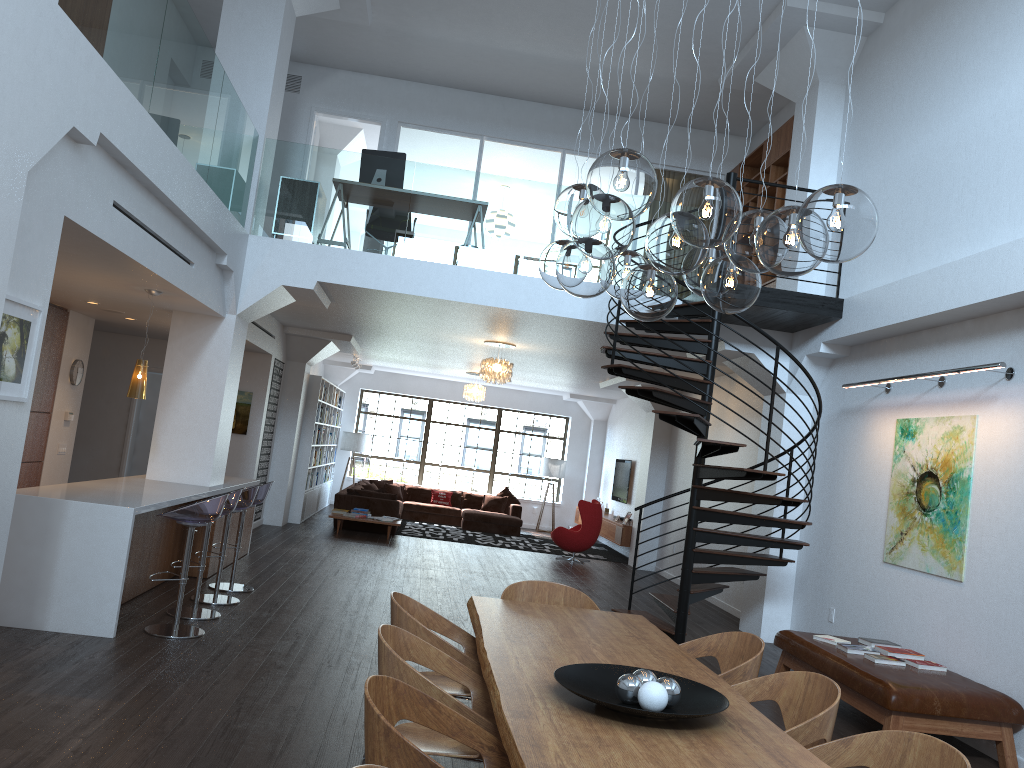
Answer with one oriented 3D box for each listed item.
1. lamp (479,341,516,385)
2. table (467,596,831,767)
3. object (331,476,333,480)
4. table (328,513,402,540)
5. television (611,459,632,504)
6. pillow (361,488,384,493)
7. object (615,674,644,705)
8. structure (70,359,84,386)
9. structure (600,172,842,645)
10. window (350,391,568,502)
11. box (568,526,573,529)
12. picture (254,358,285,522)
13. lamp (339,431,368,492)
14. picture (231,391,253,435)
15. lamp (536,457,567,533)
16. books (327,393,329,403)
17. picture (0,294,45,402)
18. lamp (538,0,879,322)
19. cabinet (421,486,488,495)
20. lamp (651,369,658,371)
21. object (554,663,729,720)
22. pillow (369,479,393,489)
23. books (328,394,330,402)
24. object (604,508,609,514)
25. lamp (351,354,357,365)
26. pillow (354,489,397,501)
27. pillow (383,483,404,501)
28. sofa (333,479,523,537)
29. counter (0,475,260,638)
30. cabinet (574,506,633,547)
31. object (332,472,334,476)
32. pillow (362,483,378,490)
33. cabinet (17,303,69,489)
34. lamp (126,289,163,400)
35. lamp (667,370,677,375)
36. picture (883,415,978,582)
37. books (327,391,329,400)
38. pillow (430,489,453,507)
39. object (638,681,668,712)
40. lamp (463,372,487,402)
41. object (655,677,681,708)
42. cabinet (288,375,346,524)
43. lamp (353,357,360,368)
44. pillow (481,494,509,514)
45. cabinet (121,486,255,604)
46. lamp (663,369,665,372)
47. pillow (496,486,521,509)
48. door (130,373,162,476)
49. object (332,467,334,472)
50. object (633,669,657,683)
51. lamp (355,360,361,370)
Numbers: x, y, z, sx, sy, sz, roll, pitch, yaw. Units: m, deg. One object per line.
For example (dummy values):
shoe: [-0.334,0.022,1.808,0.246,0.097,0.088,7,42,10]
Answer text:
lamp: [-0.196,-0.270,11.857,0.441,0.539,0.442,4,-6,37]
table: [0.380,1.463,2.971,1.012,0.750,3.803,8,-5,-5]
object: [-3.919,1.951,18.549,0.331,0.088,0.410,8,-5,-5]
table: [-2.317,2.241,13.996,1.100,0.271,0.853,8,-5,-5]
television: [2.102,1.859,17.063,0.013,0.816,1.324,8,-5,-5]
pillow: [-2.339,1.938,15.073,0.559,0.411,0.269,4,-6,41]
object: [0.399,1.032,3.000,0.100,0.100,0.100,4,-6,40]
structure: [-5.017,-0.132,10.225,0.040,0.300,0.300,8,-5,-5]
structure: [1.738,0.222,7.967,1.998,4.352,1.998,12,-6,-44]
window: [-1.153,1.404,19.792,4.648,1.905,0.114,8,-5,-5]
box: [1.359,3.209,19.363,0.228,0.165,0.368,8,-5,-5]
picture: [-3.592,0.828,13.056,0.021,2.380,0.800,8,-5,-5]
lamp: [-3.449,1.828,18.919,0.545,1.579,0.545,9,-5,-16]
picture: [-3.898,0.385,12.400,0.450,0.600,0.030,8,-5,-5]
lamp: [0.816,2.410,19.203,0.545,1.579,0.545,7,-5,6]
books: [-3.423,0.234,16.143,0.158,0.226,0.052,8,-5,-5]
picture: [-2.463,-0.169,4.375,0.018,0.500,0.500,8,-5,-5]
lamp: [0.713,-1.334,3.513,0.849,2.140,1.787,8,-5,-6]
cabinet: [-1.260,2.616,19.151,1.520,0.625,0.350,8,-5,-5]
lamp: [1.998,-0.101,12.528,0.111,0.211,0.120,5,-5,29]
object: [0.431,1.060,3.009,0.592,0.066,0.592,3,-6,42]
pillow: [-2.628,2.150,18.099,0.580,0.418,0.334,10,-5,-32]
books: [-3.434,0.272,16.325,0.128,0.178,0.022,8,-5,-5]
object: [1.899,2.545,17.765,0.089,0.110,0.089,4,-6,40]
lamp: [-2.899,-0.442,16.261,0.111,0.211,0.120,5,-5,29]
pillow: [-2.280,1.967,14.809,0.750,0.364,0.289,8,-5,-6]
pillow: [-2.432,2.188,18.019,0.489,0.337,0.238,11,-6,-36]
sofa: [-1.413,2.373,16.633,3.481,0.664,4.197,8,-5,-5]
counter: [-2.188,1.363,6.601,3.039,0.860,8.182,11,-6,-34]
cabinet: [1.826,2.710,17.043,0.459,0.350,4.501,8,-5,-5]
object: [-3.908,1.864,18.557,0.331,0.088,0.410,8,-5,-5]
pillow: [-2.590,2.041,16.480,0.325,0.391,0.625,7,-5,11]
cabinet: [-5.106,0.191,7.095,0.598,2.499,5.299,8,-5,-5]
lamp: [-2.237,-0.589,8.478,0.149,1.807,2.842,4,-6,34]
lamp: [2.099,-0.170,11.511,0.120,0.211,0.111,10,-5,-31]
picture: [3.232,0.852,6.903,0.010,1.200,1.095,8,-5,-5]
books: [-3.413,0.229,16.095,0.140,0.231,0.042,8,-5,-5]
pillow: [-1.452,2.351,18.248,0.465,0.308,0.220,8,-5,-9]
object: [0.464,1.031,2.920,0.100,0.100,0.100,4,-6,40]
lamp: [-0.700,0.069,16.881,0.441,0.539,0.442,4,-6,37]
object: [0.523,1.043,3.001,0.100,0.100,0.100,4,-6,40]
cabinet: [-3.710,1.184,16.590,0.461,2.414,4.500,8,-5,-5]
lamp: [-2.949,-0.408,16.764,0.111,0.211,0.120,3,-6,44]
pillow: [-0.368,2.456,18.230,0.542,0.362,0.248,6,-5,16]
cabinet: [-3.255,1.370,8.130,0.898,0.796,4.493,8,-5,-5]
lamp: [2.048,-0.135,12.026,0.111,0.211,0.120,3,-6,44]
pillow: [-0.170,2.414,18.418,0.651,0.587,0.335,10,-5,-26]
door: [-5.547,0.839,13.039,0.826,2.032,0.174,8,-5,-5]
object: [-3.904,1.776,18.563,0.316,0.088,0.410,8,-5,-5]
object: [0.458,1.041,3.080,0.100,0.100,0.100,4,-6,40]
lamp: [-3.000,-0.373,17.279,0.120,0.211,0.111,10,-5,-31]
